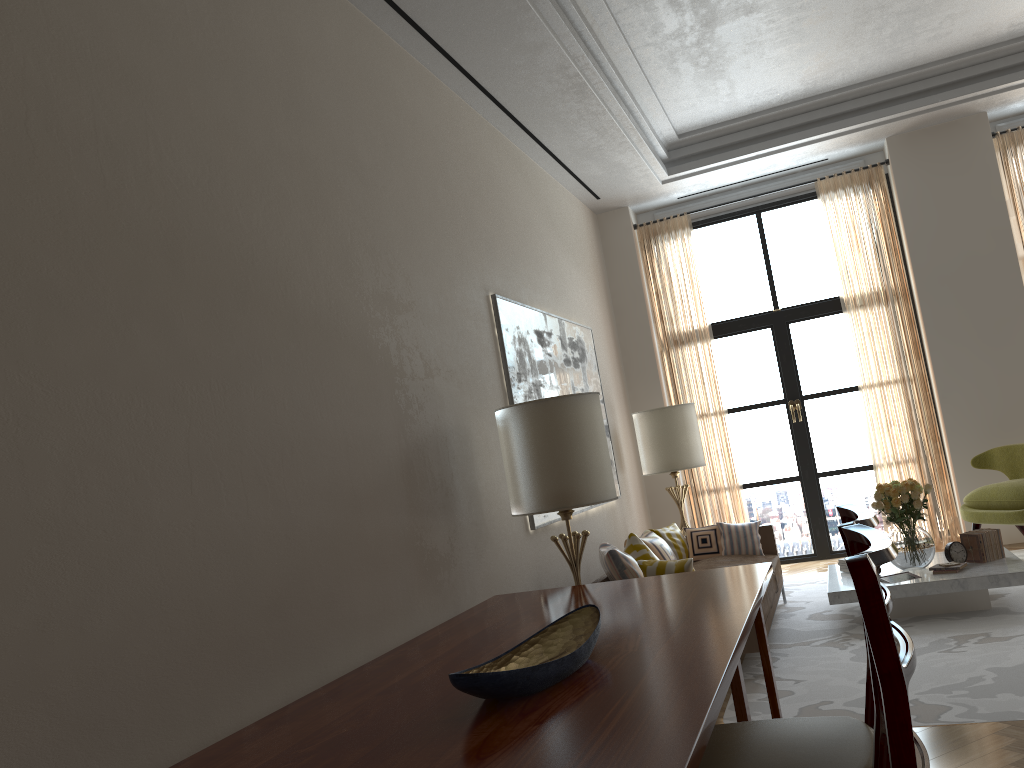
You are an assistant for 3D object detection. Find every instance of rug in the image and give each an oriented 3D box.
[{"bbox_3d":[4.757,1.703,7.179,5.527,0.065,5.734,-12,-6,19],"label":"rug"}]

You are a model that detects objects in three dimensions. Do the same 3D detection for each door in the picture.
[{"bbox_3d":[3.691,-0.048,11.687,3.264,4.758,0.240,-11,-4,19],"label":"door"}]

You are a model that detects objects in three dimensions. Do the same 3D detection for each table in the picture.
[{"bbox_3d":[0.161,1.670,3.778,1.803,1.025,3.802,-11,-6,19],"label":"table"},{"bbox_3d":[3.704,1.823,7.990,1.586,0.342,1.501,-12,-6,19],"label":"table"}]

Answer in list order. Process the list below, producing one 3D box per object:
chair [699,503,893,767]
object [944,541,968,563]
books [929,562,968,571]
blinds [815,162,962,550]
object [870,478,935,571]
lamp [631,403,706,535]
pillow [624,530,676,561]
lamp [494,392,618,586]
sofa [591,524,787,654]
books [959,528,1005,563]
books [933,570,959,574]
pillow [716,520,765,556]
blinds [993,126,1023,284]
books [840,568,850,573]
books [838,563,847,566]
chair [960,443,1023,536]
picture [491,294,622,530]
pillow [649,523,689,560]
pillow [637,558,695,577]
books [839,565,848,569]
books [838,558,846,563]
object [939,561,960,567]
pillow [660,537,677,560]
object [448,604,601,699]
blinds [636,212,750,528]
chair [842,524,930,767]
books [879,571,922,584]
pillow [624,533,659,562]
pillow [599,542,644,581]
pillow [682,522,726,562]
[{"bbox_3d":[0.859,1.210,2.864,0.879,1.502,0.656,-11,-5,19],"label":"chair"},{"bbox_3d":[3.910,1.490,7.801,0.204,0.208,0.082,-8,-5,-19],"label":"object"},{"bbox_3d":[3.746,1.568,7.610,0.202,0.026,0.256,-4,-8,-45],"label":"books"},{"bbox_3d":[4.693,-0.290,11.089,0.875,4.864,0.418,-11,-4,22],"label":"blinds"},{"bbox_3d":[3.570,1.266,7.982,0.540,0.820,0.627,-11,-5,15],"label":"object"},{"bbox_3d":[2.017,1.403,10.670,0.766,2.250,0.770,-8,-4,-18],"label":"lamp"},{"bbox_3d":[1.310,1.632,8.121,0.404,0.546,0.617,-12,-5,22],"label":"pillow"},{"bbox_3d":[0.438,1.235,6.283,0.767,2.250,0.770,-9,-4,-14],"label":"lamp"},{"bbox_3d":[1.703,1.940,8.116,1.354,0.818,2.981,-11,-6,19],"label":"sofa"},{"bbox_3d":[4.150,1.425,7.826,0.281,0.264,0.211,-8,-5,-20],"label":"books"},{"bbox_3d":[3.739,1.594,7.611,0.197,0.024,0.255,-14,-7,37],"label":"books"},{"bbox_3d":[2.361,1.612,9.128,0.498,0.427,0.327,-10,-5,7],"label":"pillow"},{"bbox_3d":[6.637,-0.690,10.394,0.961,4.864,0.419,-11,-4,21],"label":"blinds"},{"bbox_3d":[3.278,1.736,8.380,0.280,0.035,0.208,-8,-6,-14],"label":"books"},{"bbox_3d":[3.268,1.683,8.386,0.280,0.024,0.230,-8,-6,-16],"label":"books"},{"bbox_3d":[5.370,1.261,9.291,1.028,1.211,1.796,-9,-5,-13],"label":"chair"},{"bbox_3d":[0.541,0.278,8.818,0.045,1.994,3.062,-11,-5,20],"label":"picture"},{"bbox_3d":[1.691,1.716,9.312,0.297,0.475,0.515,-13,-6,40],"label":"pillow"},{"bbox_3d":[1.256,1.565,6.956,0.484,0.432,0.318,-12,-5,29],"label":"pillow"},{"bbox_3d":[3.266,1.707,8.373,0.262,0.024,0.208,-8,-6,-18],"label":"books"},{"bbox_3d":[3.255,1.657,8.382,0.259,0.030,0.207,-8,-6,-14],"label":"books"},{"bbox_3d":[3.756,1.546,7.613,0.139,0.019,0.137,-10,-6,3],"label":"object"},{"bbox_3d":[1.395,1.720,8.495,0.371,0.564,0.660,-11,-5,15],"label":"pillow"},{"bbox_3d":[0.090,1.035,3.378,0.332,0.164,1.083,-13,-6,30],"label":"object"},{"bbox_3d":[2.478,0.171,11.883,0.782,4.876,0.419,-11,-4,22],"label":"blinds"},{"bbox_3d":[0.650,1.184,2.251,0.879,1.502,0.656,-11,-5,19],"label":"chair"},{"bbox_3d":[3.311,1.668,7.684,0.281,0.038,0.385,-9,-6,-8],"label":"books"},{"bbox_3d":[1.134,1.568,7.581,0.355,0.616,0.770,-7,-5,-27],"label":"pillow"},{"bbox_3d":[0.930,1.585,7.232,0.355,0.575,0.625,-9,-5,-2],"label":"pillow"},{"bbox_3d":[2.035,1.686,9.283,0.465,0.411,0.304,-11,-5,17],"label":"pillow"}]
